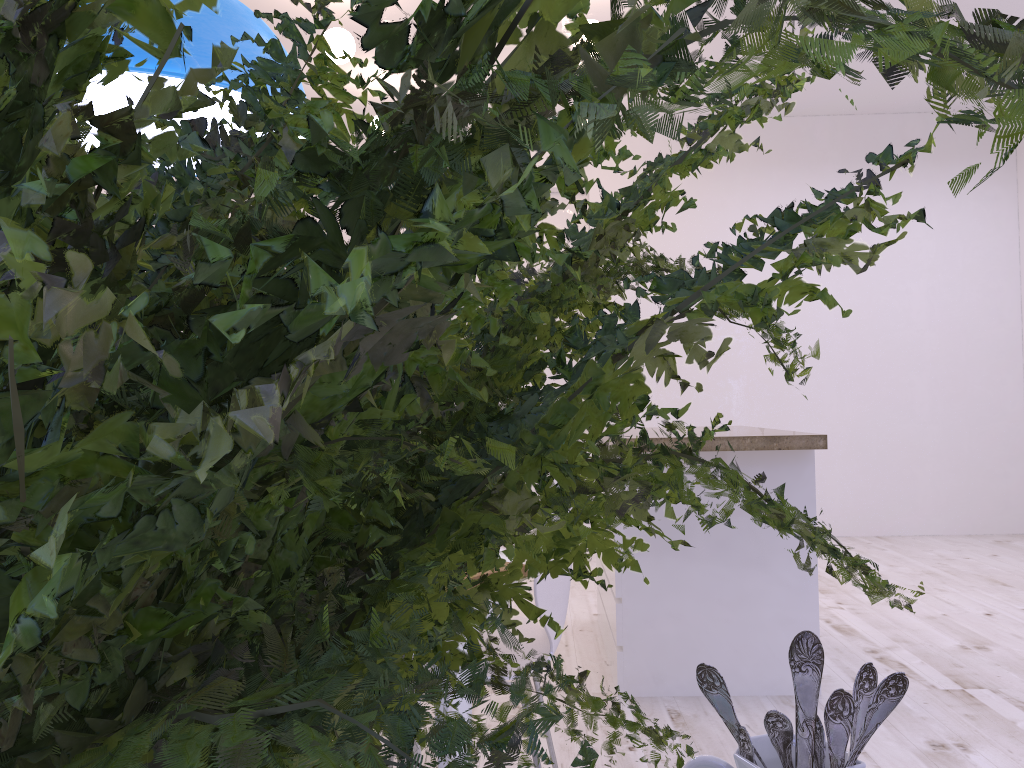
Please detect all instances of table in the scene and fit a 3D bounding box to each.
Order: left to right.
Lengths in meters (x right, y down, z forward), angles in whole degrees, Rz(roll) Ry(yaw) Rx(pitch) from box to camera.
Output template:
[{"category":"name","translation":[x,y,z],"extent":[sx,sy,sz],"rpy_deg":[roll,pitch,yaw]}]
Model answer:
[{"category":"table","translation":[-0.541,0.692,1.805],"extent":[1.140,0.629,1.140],"rpy_deg":[-2,-2,31]}]

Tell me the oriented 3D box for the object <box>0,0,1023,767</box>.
[{"category":"object","translation":[-0.113,0.077,0.201],"extent":[0.438,0.527,0.368],"rpy_deg":[-1,-1,2]}]

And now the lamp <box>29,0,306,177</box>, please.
[{"category":"lamp","translation":[-0.623,-1.384,1.475],"extent":[0.568,1.948,0.568],"rpy_deg":[-2,-2,36]}]

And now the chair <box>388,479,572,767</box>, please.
[{"category":"chair","translation":[-0.093,0.579,1.889],"extent":[0.483,0.845,0.604],"rpy_deg":[-1,-1,2]}]

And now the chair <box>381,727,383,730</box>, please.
[{"category":"chair","translation":[-0.752,0.607,2.546],"extent":[0.483,0.845,0.604],"rpy_deg":[-2,-2,37]}]

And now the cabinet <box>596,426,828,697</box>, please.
[{"category":"cabinet","translation":[0.676,0.598,3.326],"extent":[0.654,0.842,1.167],"rpy_deg":[-1,-1,2]}]

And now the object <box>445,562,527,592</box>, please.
[{"category":"object","translation":[-0.168,0.354,1.610],"extent":[0.224,0.024,0.347],"rpy_deg":[-2,-2,42]}]
